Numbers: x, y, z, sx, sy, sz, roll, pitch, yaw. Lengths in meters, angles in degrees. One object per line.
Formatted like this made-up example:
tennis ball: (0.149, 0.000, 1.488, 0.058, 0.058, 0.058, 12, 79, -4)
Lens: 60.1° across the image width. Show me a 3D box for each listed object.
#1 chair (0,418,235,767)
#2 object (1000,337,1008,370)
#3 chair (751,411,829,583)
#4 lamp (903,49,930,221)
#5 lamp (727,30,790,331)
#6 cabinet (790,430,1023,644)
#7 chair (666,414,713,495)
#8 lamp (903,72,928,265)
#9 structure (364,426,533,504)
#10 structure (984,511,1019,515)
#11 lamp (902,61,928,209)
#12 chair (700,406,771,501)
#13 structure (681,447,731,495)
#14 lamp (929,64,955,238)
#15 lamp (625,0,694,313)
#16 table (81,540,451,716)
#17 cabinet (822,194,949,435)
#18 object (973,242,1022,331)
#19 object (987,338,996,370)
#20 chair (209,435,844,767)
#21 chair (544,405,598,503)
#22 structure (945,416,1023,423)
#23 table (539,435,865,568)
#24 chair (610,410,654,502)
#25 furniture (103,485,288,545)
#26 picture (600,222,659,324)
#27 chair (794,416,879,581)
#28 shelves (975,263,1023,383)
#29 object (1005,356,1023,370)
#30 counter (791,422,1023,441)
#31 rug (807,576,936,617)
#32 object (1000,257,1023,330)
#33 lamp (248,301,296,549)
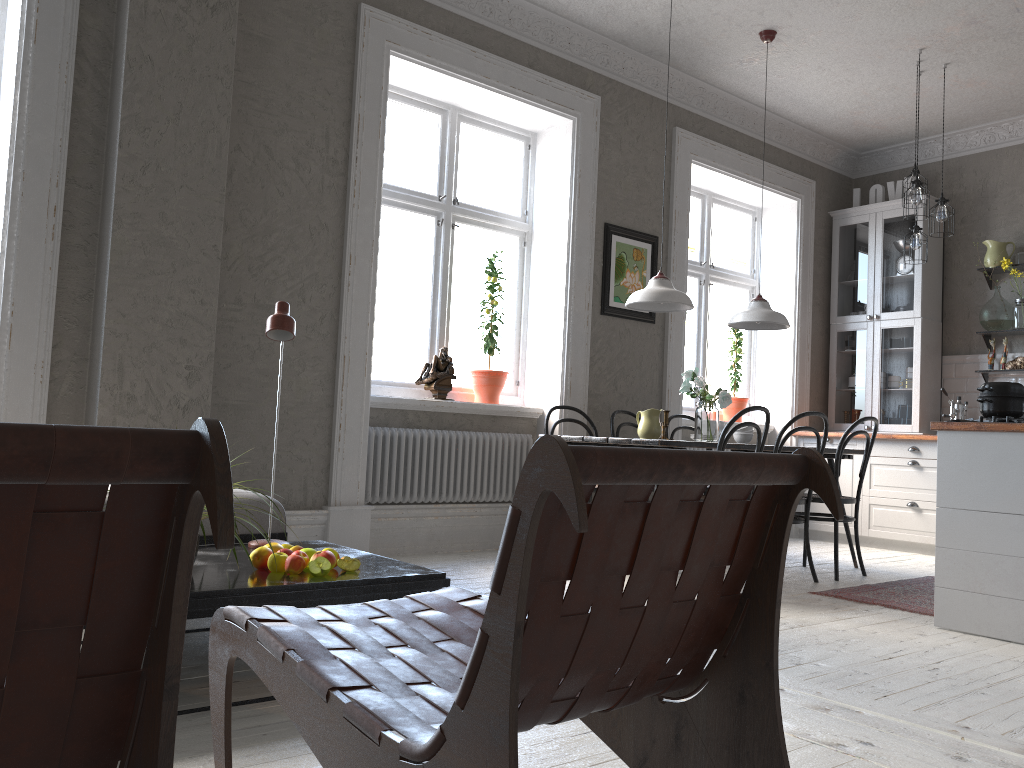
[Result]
chair: (-0.728, 0.376, 0.877, 0.518, 0.721, 0.995, 6, -4, -39)
object: (3.733, -0.226, 6.706, 0.061, 0.264, 0.053, 3, -3, -3)
chair: (1.426, 0.608, 4.837, 0.446, 0.921, 0.538, 5, -4, -31)
lamp: (2.605, -1.914, 5.668, 0.146, 1.735, 0.147, 2, -3, 8)
lamp: (1.559, -1.276, 5.498, 0.387, 1.859, 0.372, 5, -4, -32)
cabinet: (2.975, 0.727, 5.173, 1.977, 0.854, 4.216, 2, -3, 8)
chair: (1.275, 0.661, 5.870, 0.445, 0.921, 0.539, 4, -4, -26)
lamp: (2.744, -1.679, 5.985, 0.145, 1.735, 0.148, 2, -4, 18)
structure: (-0.351, 0.491, 5.275, 1.249, 0.428, 0.145, 6, -4, -41)
structure: (2.234, 0.530, 3.753, 0.635, 0.623, 0.605, 6, -4, -39)
lamp: (2.677, -2.031, 5.852, 0.143, 1.735, 0.150, 0, -4, 38)
chair: (1.008, 0.568, 4.488, 0.447, 0.921, 0.537, 6, -5, -42)
structure: (1.643, 0.679, 6.914, 1.249, 0.428, 0.145, 6, -4, -41)
lamp: (2.857, -1.840, 5.859, 0.143, 1.735, 0.150, 0, -4, 38)
lamp: (0.855, -1.342, 4.920, 0.380, 1.859, 0.379, 3, -3, -2)
table: (-0.967, 0.677, 2.551, 1.337, 0.303, 0.831, 5, -4, -39)
cabinet: (3.084, -0.508, 7.325, 0.396, 1.921, 0.861, 6, -4, -39)
object: (3.668, -0.736, 6.740, 0.330, 0.674, 0.342, 2, -4, 19)
object: (3.681, -0.223, 6.796, 0.052, 0.264, 0.062, 1, -4, 22)
chair: (-0.053, 0.440, 1.432, 0.518, 0.721, 0.995, 6, -4, -39)
chair: (0.447, 0.584, 5.207, 0.446, 0.921, 0.538, 5, -4, -31)
structure: (2.240, 0.167, 3.797, 0.618, 0.031, 0.486, 5, -4, -39)
table: (1.158, 0.709, 5.182, 1.960, 0.735, 0.886, 5, -4, -39)
chair: (0.881, 0.625, 5.569, 0.447, 0.921, 0.537, 6, -5, -42)
furniture: (-1.338, 0.601, 3.225, 0.845, 0.476, 0.571, 5, -4, -39)
picture: (0.810, -0.746, 6.039, 0.532, 0.620, 0.019, 6, -4, -39)
chair: (1.818, 0.643, 5.136, 0.447, 0.921, 0.537, 6, -5, -42)
shelves: (4.043, -0.429, 6.353, 0.233, 0.923, 1.288, 6, -4, -39)
object: (3.774, -0.155, 6.607, 0.173, 0.111, 0.098, 1, -4, 28)
counter: (2.600, 0.314, 5.447, 3.462, 0.039, 3.095, 5, -4, -39)
rug: (2.192, 1.077, 4.538, 1.316, 0.014, 0.721, 5, -4, -39)
object: (3.737, -0.674, 6.575, 0.187, 0.540, 0.287, 0, -5, 43)
lamp: (-0.813, 0.142, 3.015, 0.138, 0.839, 0.251, 3, -3, -3)
